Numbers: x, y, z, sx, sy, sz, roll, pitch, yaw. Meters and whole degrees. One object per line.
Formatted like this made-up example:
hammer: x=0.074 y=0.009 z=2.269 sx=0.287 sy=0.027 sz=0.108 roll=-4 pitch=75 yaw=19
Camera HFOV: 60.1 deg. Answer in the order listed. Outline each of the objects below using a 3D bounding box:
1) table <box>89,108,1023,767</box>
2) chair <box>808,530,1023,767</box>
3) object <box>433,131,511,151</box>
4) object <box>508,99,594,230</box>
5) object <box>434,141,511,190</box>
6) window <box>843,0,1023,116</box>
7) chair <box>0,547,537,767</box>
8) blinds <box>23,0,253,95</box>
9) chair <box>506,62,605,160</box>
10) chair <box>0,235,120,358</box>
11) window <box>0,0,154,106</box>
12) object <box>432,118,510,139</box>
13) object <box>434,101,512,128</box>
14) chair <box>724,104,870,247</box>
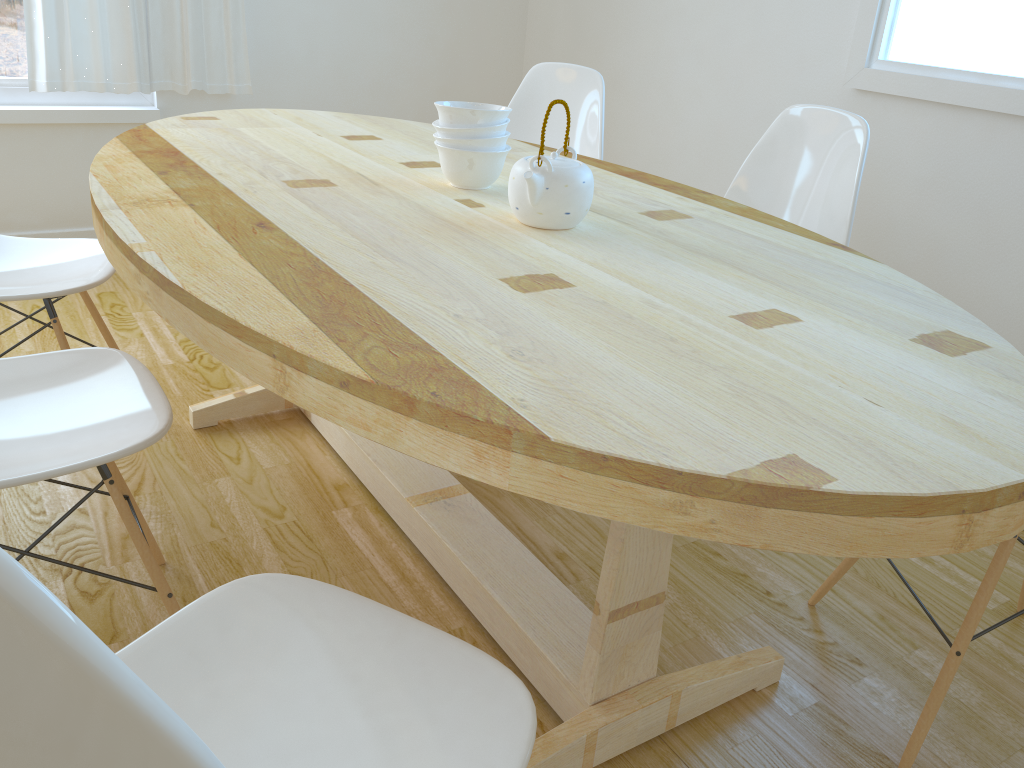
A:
table: x=-0.143 y=-0.016 z=1.781 sx=1.199 sy=0.710 sz=2.227 roll=-11 pitch=28 yaw=-32
chair: x=0.902 y=0.134 z=1.447 sx=0.523 sy=0.882 sz=0.439 roll=4 pitch=22 yaw=-4
object: x=-0.082 y=-0.455 z=1.747 sx=0.151 sy=0.091 sz=0.155 roll=7 pitch=23 yaw=4
object: x=0.058 y=-0.374 z=1.495 sx=0.178 sy=0.207 sz=0.149 roll=-10 pitch=27 yaw=-32
object: x=-0.080 y=-0.434 z=1.755 sx=0.152 sy=0.081 sz=0.155 roll=7 pitch=24 yaw=4
window: x=0.585 y=-0.867 z=1.222 sx=2.560 sy=2.010 sz=1.913 roll=-10 pitch=27 yaw=-32
chair: x=-0.221 y=0.344 z=0.755 sx=0.432 sy=0.882 sz=0.531 roll=15 pitch=24 yaw=23
blinds: x=-1.290 y=-2.075 z=2.970 sx=0.798 sy=2.114 sz=0.152 roll=-9 pitch=26 yaw=-32
chair: x=-0.002 y=-0.489 z=2.654 sx=0.433 sy=0.882 sz=0.530 roll=18 pitch=25 yaw=28
chair: x=-1.088 y=-0.231 z=1.863 sx=0.523 sy=0.882 sz=0.439 roll=0 pitch=23 yaw=-13
window: x=-2.515 y=-1.775 z=2.493 sx=2.739 sy=1.877 sz=0.090 roll=-10 pitch=26 yaw=-32
object: x=-0.083 y=-0.477 z=1.738 sx=0.151 sy=0.094 sz=0.155 roll=-2 pitch=24 yaw=-16
object: x=-0.078 y=-0.503 z=1.730 sx=0.152 sy=0.085 sz=0.155 roll=3 pitch=24 yaw=-6
chair: x=0.504 y=-0.212 z=2.137 sx=0.525 sy=0.882 sz=0.437 roll=-9 pitch=26 yaw=-32
